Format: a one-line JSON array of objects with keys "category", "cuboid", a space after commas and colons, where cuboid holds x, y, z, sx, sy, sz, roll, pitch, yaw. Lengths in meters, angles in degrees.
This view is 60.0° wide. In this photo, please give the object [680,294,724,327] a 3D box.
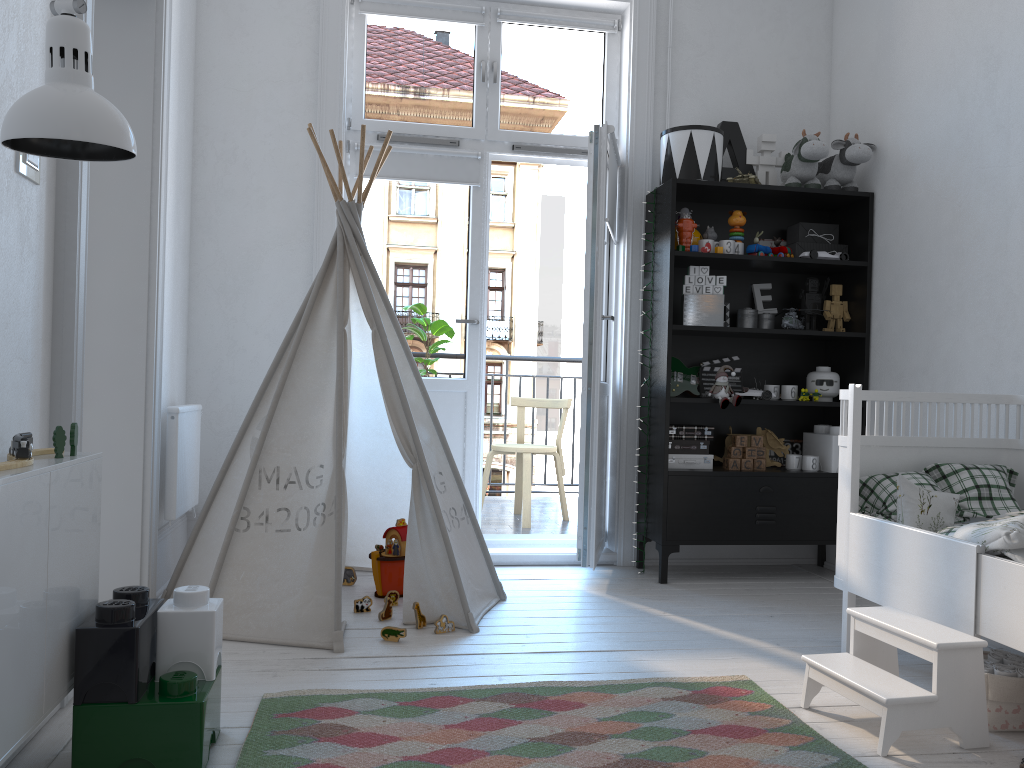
[{"category": "object", "cuboid": [0.813, -0.309, 3.799, 0.170, 0.138, 0.124, 2, 0, 5]}]

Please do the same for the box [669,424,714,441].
[{"category": "box", "cuboid": [0.748, 0.210, 3.871, 0.215, 0.062, 0.179, 2, 0, -10]}]

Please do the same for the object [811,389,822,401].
[{"category": "object", "cuboid": [1.322, 0.049, 3.856, 0.042, 0.054, 0.031, 2, 0, 35]}]

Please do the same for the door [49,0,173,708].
[{"category": "door", "cuboid": [-1.335, -0.318, 2.752, 0.505, 2.177, 1.465, 2, 0, -25]}]

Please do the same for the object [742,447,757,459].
[{"category": "object", "cuboid": [1.023, 0.297, 3.827, 0.050, 0.050, 0.050, 2, 0, -10]}]

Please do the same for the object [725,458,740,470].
[{"category": "object", "cuboid": [0.948, 0.345, 3.815, 0.050, 0.050, 0.050, 2, 0, -10]}]

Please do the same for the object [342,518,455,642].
[{"category": "object", "cuboid": [-0.368, 0.653, 3.143, 0.385, 0.283, 0.856, 2, 0, -18]}]

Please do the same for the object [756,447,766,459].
[{"category": "object", "cuboid": [1.071, 0.299, 3.863, 0.050, 0.050, 0.050, 2, 0, -10]}]

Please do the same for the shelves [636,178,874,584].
[{"category": "shelves", "cuboid": [1.058, 0.001, 3.902, 0.911, 1.677, 0.353, 2, 0, -10]}]

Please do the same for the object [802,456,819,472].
[{"category": "object", "cuboid": [1.293, 0.345, 3.839, 0.067, 0.067, 0.067, 2, 0, 4]}]

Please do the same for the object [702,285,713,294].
[{"category": "object", "cuboid": [0.828, -0.397, 3.762, 0.040, 0.040, 0.040, 2, 0, 5]}]

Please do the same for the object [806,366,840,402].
[{"category": "object", "cuboid": [1.385, 0.004, 3.949, 0.139, 0.162, 0.139, 2, 0, -35]}]

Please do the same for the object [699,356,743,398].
[{"category": "object", "cuboid": [0.937, -0.031, 3.980, 0.201, 0.199, 0.048, 2, 0, -10]}]

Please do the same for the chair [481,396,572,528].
[{"category": "chair", "cuboid": [0.078, 0.434, 5.141, 0.436, 0.715, 0.498, 2, 0, 35]}]

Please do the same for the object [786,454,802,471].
[{"category": "object", "cuboid": [1.235, 0.344, 3.885, 0.067, 0.067, 0.067, 2, 0, 4]}]

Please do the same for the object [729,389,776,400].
[{"category": "object", "cuboid": [1.026, 0.044, 3.844, 0.230, 0.048, 0.098, 2, 0, 15]}]

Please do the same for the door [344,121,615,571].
[{"category": "door", "cuboid": [-0.113, -0.172, 3.810, 1.264, 1.838, 0.636, 2, 0, -8]}]

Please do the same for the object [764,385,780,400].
[{"category": "object", "cuboid": [1.143, 0.038, 3.903, 0.067, 0.067, 0.067, 2, 0, 4]}]

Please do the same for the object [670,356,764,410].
[{"category": "object", "cuboid": [0.892, -0.001, 3.999, 0.542, 0.239, 0.093, 2, 0, -9]}]

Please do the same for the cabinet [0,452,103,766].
[{"category": "cabinet", "cuboid": [-0.892, 0.370, 1.409, 0.183, 0.454, 0.970, 2, 0, -10]}]

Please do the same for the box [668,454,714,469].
[{"category": "box", "cuboid": [0.745, 0.332, 3.870, 0.215, 0.062, 0.179, 2, 0, -10]}]

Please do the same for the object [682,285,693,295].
[{"category": "object", "cuboid": [0.746, -0.399, 3.769, 0.040, 0.040, 0.040, 2, 0, 5]}]

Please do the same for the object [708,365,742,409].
[{"category": "object", "cuboid": [0.892, 0.012, 3.702, 0.110, 0.186, 0.129, 2, 0, -23]}]

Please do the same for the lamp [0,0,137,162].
[{"category": "lamp", "cuboid": [-0.806, -0.707, 1.248, 0.200, 0.655, 0.651, 2, 0, 24]}]

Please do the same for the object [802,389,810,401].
[{"category": "object", "cuboid": [1.287, 0.048, 3.881, 0.042, 0.054, 0.031, 2, 0, -10]}]

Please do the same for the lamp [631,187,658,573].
[{"category": "lamp", "cuboid": [1.022, -0.003, 3.960, 0.985, 1.684, 0.095, 2, 0, -12]}]

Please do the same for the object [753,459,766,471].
[{"category": "object", "cuboid": [1.072, 0.348, 3.836, 0.050, 0.050, 0.050, 2, 0, 20]}]

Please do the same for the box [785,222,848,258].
[{"category": "box", "cuboid": [1.368, -0.624, 3.998, 0.251, 0.189, 0.179, 2, 0, -10]}]

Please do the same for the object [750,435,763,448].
[{"category": "object", "cuboid": [1.062, 0.249, 3.848, 0.050, 0.050, 0.050, 2, 0, 10]}]

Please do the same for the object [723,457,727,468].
[{"category": "object", "cuboid": [0.954, 0.345, 3.872, 0.050, 0.050, 0.050, 2, 0, -10]}]

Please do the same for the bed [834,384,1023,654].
[{"category": "bed", "cuboid": [1.453, 0.425, 2.200, 0.670, 0.833, 1.404, 2, 0, -10]}]

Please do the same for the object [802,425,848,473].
[{"category": "object", "cuboid": [1.415, 0.284, 3.942, 0.132, 0.199, 0.267, 2, 0, -10]}]

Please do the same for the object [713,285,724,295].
[{"category": "object", "cuboid": [0.874, -0.395, 3.758, 0.040, 0.040, 0.040, 2, 0, 20]}]

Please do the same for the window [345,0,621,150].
[{"category": "window", "cuboid": [-0.111, -1.420, 4.053, 1.263, 0.660, 0.101, 2, 0, -10]}]

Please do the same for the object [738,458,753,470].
[{"category": "object", "cuboid": [1.006, 0.346, 3.825, 0.050, 0.050, 0.050, 2, 0, -5]}]

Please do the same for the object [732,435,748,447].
[{"category": "object", "cuboid": [0.984, 0.247, 3.833, 0.050, 0.050, 0.050, 2, 0, -10]}]

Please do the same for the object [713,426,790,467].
[{"category": "object", "cuboid": [1.071, 0.284, 3.971, 0.337, 0.186, 0.111, 2, 0, 5]}]

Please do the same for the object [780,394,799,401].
[{"category": "object", "cuboid": [1.227, 0.057, 4.030, 0.163, 0.034, 0.069, 2, 0, -10]}]

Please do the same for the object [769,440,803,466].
[{"category": "object", "cuboid": [1.205, 0.316, 4.085, 0.347, 0.120, 0.034, 2, 0, -10]}]

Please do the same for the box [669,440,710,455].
[{"category": "box", "cuboid": [0.728, 0.271, 3.867, 0.215, 0.062, 0.179, 2, 0, -10]}]

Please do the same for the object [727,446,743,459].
[{"category": "object", "cuboid": [0.964, 0.296, 3.838, 0.050, 0.050, 0.050, 2, 0, -10]}]

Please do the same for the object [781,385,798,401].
[{"category": "object", "cuboid": [1.210, 0.040, 3.867, 0.067, 0.067, 0.067, 2, 0, 4]}]

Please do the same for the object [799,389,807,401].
[{"category": "object", "cuboid": [1.254, 0.047, 3.821, 0.031, 0.054, 0.042, 2, 0, 40]}]

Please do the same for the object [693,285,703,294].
[{"category": "object", "cuboid": [0.785, -0.398, 3.774, 0.040, 0.040, 0.040, 2, 0, -5]}]
